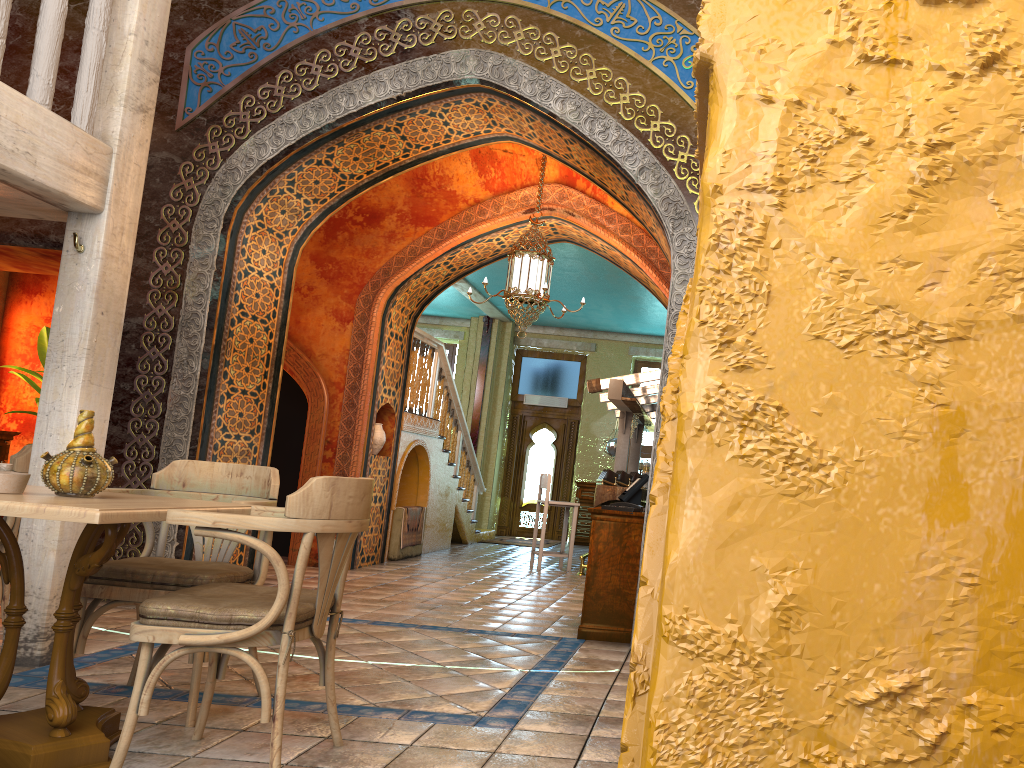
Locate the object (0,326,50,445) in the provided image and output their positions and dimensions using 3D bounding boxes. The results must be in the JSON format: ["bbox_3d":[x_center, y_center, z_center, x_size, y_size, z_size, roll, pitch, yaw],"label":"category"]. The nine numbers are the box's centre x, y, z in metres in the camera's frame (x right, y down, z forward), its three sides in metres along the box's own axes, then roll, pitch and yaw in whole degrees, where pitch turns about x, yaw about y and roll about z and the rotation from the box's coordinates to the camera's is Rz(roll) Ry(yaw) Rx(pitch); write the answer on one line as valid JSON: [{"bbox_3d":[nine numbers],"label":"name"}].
[{"bbox_3d":[-5.047,0.644,9.621,1.065,2.419,1.347,3,-5,32],"label":"object"}]

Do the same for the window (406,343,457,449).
[{"bbox_3d":[-2.124,0.782,17.854,1.528,3.414,0.088,6,-3,0],"label":"window"}]

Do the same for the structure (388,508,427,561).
[{"bbox_3d":[-1.426,2.051,11.746,0.106,0.687,1.039,5,-5,13],"label":"structure"}]

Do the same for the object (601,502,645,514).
[{"bbox_3d":[0.914,1.009,6.947,0.372,0.086,0.350,3,-7,21],"label":"object"}]

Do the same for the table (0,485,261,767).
[{"bbox_3d":[-1.810,0.930,3.277,1.042,1.002,1.074,5,-5,7],"label":"table"}]

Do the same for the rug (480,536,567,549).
[{"bbox_3d":[0.249,3.083,16.695,1.286,0.039,2.458,4,-6,10],"label":"rug"}]

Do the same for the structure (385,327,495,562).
[{"bbox_3d":[-1.686,1.086,13.933,1.754,3.139,6.029,5,-6,12],"label":"structure"}]

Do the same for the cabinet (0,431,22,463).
[{"bbox_3d":[-6.080,1.049,8.847,0.601,1.256,1.508,5,-5,12],"label":"cabinet"}]

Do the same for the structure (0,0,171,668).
[{"bbox_3d":[-7.676,-2.405,1.515,9.730,6.479,7.012,5,-5,4],"label":"structure"}]

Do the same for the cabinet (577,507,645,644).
[{"bbox_3d":[0.945,1.626,7.465,0.481,1.052,1.533,5,-5,12],"label":"cabinet"}]

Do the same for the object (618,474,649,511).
[{"bbox_3d":[1.048,0.935,7.412,0.257,0.317,0.451,6,-5,0],"label":"object"}]

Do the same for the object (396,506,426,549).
[{"bbox_3d":[-1.411,1.963,11.735,0.147,0.555,0.906,5,-5,13],"label":"object"}]

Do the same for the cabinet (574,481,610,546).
[{"bbox_3d":[1.799,2.678,17.346,1.109,1.302,0.622,5,-4,3],"label":"cabinet"}]

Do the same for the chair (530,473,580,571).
[{"bbox_3d":[0.624,1.952,12.068,0.537,1.334,0.466,7,-4,-19],"label":"chair"}]

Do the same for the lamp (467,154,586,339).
[{"bbox_3d":[0.241,-1.654,9.185,1.274,2.362,1.144,5,-4,6],"label":"lamp"}]

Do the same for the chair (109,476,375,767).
[{"bbox_3d":[-0.994,0.934,3.386,0.705,1.177,0.776,6,-4,1],"label":"chair"}]

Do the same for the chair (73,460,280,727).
[{"bbox_3d":[-1.607,0.964,4.146,0.775,1.177,0.706,5,-4,5],"label":"chair"}]

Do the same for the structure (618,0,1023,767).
[{"bbox_3d":[1.807,0.314,4.144,1.793,3.139,6.632,5,-6,13],"label":"structure"}]

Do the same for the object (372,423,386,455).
[{"bbox_3d":[-1.691,0.676,10.493,0.232,0.384,0.272,4,-5,24],"label":"object"}]

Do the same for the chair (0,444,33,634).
[{"bbox_3d":[-3.210,0.918,5.015,0.781,1.177,0.690,9,-5,-34],"label":"chair"}]

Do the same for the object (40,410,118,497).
[{"bbox_3d":[-1.673,0.268,3.308,0.221,0.335,0.244,4,-5,16],"label":"object"}]

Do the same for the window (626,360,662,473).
[{"bbox_3d":[3.154,1.252,17.890,1.528,3.414,0.088,6,-3,0],"label":"window"}]
